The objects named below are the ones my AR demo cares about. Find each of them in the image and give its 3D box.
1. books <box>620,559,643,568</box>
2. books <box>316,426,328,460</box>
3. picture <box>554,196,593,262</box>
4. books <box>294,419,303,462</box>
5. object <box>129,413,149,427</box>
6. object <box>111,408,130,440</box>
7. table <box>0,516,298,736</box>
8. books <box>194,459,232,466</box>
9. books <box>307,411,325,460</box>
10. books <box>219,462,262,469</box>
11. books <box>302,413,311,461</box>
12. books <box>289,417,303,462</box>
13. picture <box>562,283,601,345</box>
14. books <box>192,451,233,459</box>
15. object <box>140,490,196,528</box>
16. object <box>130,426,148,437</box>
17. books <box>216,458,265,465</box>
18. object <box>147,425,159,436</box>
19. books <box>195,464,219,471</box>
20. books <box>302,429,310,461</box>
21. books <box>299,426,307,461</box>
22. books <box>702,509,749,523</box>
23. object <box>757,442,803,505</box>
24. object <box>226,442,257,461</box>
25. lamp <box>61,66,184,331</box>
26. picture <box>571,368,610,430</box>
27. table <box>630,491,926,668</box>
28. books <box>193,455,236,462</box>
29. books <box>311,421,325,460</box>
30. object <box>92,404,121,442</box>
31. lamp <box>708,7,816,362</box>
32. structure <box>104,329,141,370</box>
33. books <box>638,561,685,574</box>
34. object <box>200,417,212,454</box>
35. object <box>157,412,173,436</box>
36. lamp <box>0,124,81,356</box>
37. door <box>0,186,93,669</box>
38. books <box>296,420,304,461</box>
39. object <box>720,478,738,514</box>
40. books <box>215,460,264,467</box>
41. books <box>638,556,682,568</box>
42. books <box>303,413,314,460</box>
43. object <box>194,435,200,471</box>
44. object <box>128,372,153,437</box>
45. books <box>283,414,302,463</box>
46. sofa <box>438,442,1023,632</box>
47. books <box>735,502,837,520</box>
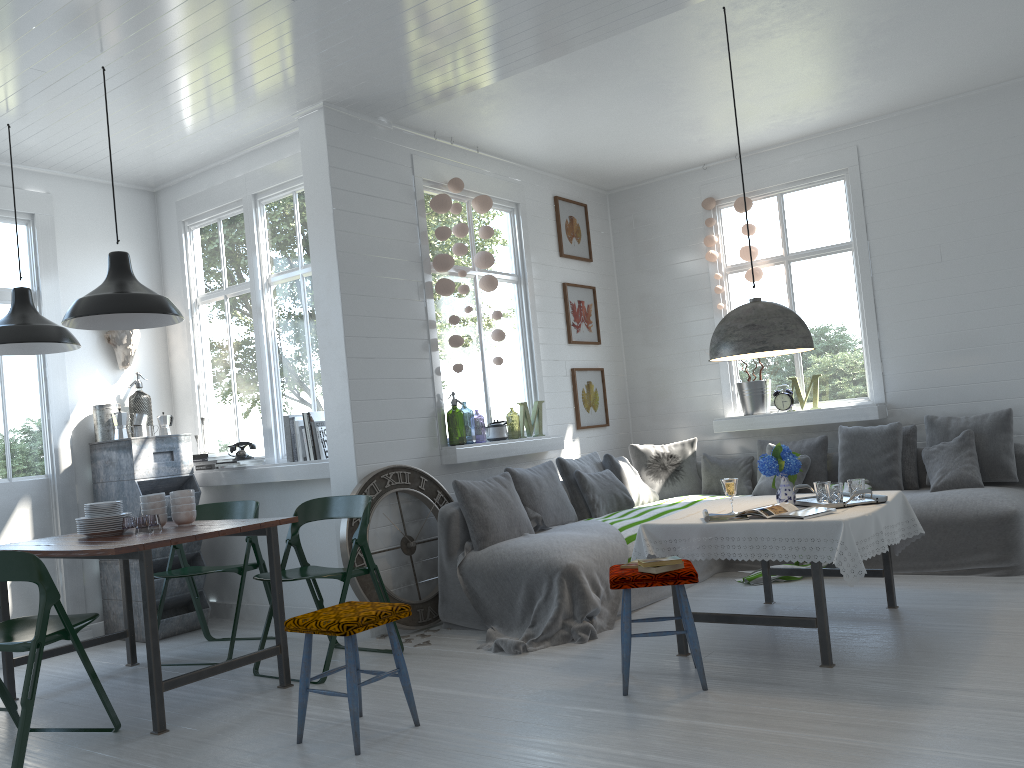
[{"bbox_3d":[0.646,0.905,4.463,0.133,0.012,0.189,-8,-4,34],"label":"books"},{"bbox_3d":[-1.327,0.425,6.385,0.058,0.240,0.148,-7,-3,36],"label":"books"},{"bbox_3d":[0.601,-1.498,8.618,0.036,0.580,0.555,-7,-3,36],"label":"picture"},{"bbox_3d":[-1.508,0.412,6.531,0.025,0.314,0.199,-7,-3,36],"label":"books"},{"bbox_3d":[-2.902,0.285,6.928,0.108,0.126,0.129,-7,-3,28],"label":"object"},{"bbox_3d":[-3.017,0.312,6.869,0.130,0.249,0.205,-7,-3,27],"label":"object"},{"bbox_3d":[-2.166,1.316,5.095,1.697,0.929,1.170,-7,-3,34],"label":"table"},{"bbox_3d":[-2.377,0.629,7.160,0.300,0.028,0.236,-8,-4,34],"label":"books"},{"bbox_3d":[-1.379,0.375,6.438,0.063,0.354,0.204,-7,-3,36],"label":"books"},{"bbox_3d":[-2.119,0.636,6.917,0.231,0.017,0.313,-3,-4,-39],"label":"books"},{"bbox_3d":[-1.425,0.381,6.466,0.049,0.354,0.194,-7,-3,36],"label":"books"},{"bbox_3d":[-1.538,0.407,6.545,0.060,0.333,0.187,-7,-3,36],"label":"books"},{"bbox_3d":[0.682,-0.673,8.590,0.036,0.580,0.555,-7,-3,36],"label":"picture"},{"bbox_3d":[-2.419,0.573,7.114,0.297,0.035,0.236,-8,-4,38],"label":"books"},{"bbox_3d":[-2.067,0.755,5.338,0.309,0.216,0.150,-5,-3,-21],"label":"object"},{"bbox_3d":[-2.908,0.375,6.911,0.129,0.096,0.108,-4,-3,-24],"label":"object"},{"bbox_3d":[-2.119,0.603,6.928,0.311,0.014,0.250,-8,-4,42],"label":"books"},{"bbox_3d":[-2.892,0.381,7.057,0.129,0.096,0.108,-5,-3,-4],"label":"object"},{"bbox_3d":[-2.361,0.662,7.160,0.320,0.040,0.236,-8,-4,38],"label":"books"},{"bbox_3d":[-1.451,0.440,6.447,0.054,0.240,0.122,-7,-3,36],"label":"books"},{"bbox_3d":[-1.475,0.432,6.468,0.057,0.262,0.137,-7,-3,36],"label":"books"},{"bbox_3d":[1.147,0.704,4.777,0.229,0.043,0.300,-6,-3,10],"label":"books"},{"bbox_3d":[1.535,0.517,5.048,0.266,0.376,0.236,-7,-3,38],"label":"object"},{"bbox_3d":[-2.128,0.527,6.974,0.204,0.146,0.171,-8,-3,40],"label":"object"},{"bbox_3d":[-2.301,-1.100,5.123,0.651,1.498,0.650,-7,-3,33],"label":"lamp"},{"bbox_3d":[0.761,0.136,8.562,0.036,0.580,0.555,-7,-3,36],"label":"picture"},{"bbox_3d":[1.573,1.058,5.105,1.329,0.724,1.670,-8,-4,37],"label":"table"},{"bbox_3d":[-2.392,0.600,7.127,0.262,0.028,0.320,-3,-4,-44],"label":"books"},{"bbox_3d":[-1.357,0.407,6.407,0.061,0.282,0.166,-7,-3,36],"label":"books"},{"bbox_3d":[-3.172,0.307,6.963,0.205,0.290,0.205,-7,-3,38],"label":"object"},{"bbox_3d":[1.333,-1.181,5.128,0.601,2.043,0.601,-6,-2,7],"label":"lamp"},{"bbox_3d":[-3.141,-0.356,7.207,0.189,0.470,0.490,-7,-3,39],"label":"structure"},{"bbox_3d":[0.718,0.878,4.265,0.182,0.030,0.129,-4,-3,-32],"label":"books"},{"bbox_3d":[-2.493,0.416,7.184,0.095,0.288,0.095,-4,-3,-35],"label":"object"},{"bbox_3d":[-2.772,0.322,7.076,0.102,0.196,0.162,-5,-2,-5],"label":"object"},{"bbox_3d":[-3.246,-0.971,5.819,0.650,1.498,0.650,-5,-2,-9],"label":"lamp"},{"bbox_3d":[-3.867,0.258,6.188,0.254,3.478,1.609,-7,-3,36],"label":"door"},{"bbox_3d":[-1.489,0.415,6.518,0.040,0.305,0.194,-7,-3,36],"label":"books"},{"bbox_3d":[1.203,0.616,4.868,0.098,0.191,0.098,-4,-3,-34],"label":"object"},{"bbox_3d":[-2.125,0.620,6.922,0.307,0.017,0.231,-8,-4,34],"label":"books"},{"bbox_3d":[0.711,0.853,4.268,0.189,0.022,0.133,-5,-3,-3],"label":"books"},{"bbox_3d":[-1.405,0.379,6.455,0.070,0.352,0.194,-7,-3,36],"label":"books"},{"bbox_3d":[-2.580,0.566,7.299,0.095,0.288,0.095,-4,-3,-35],"label":"object"},{"bbox_3d":[-3.024,0.175,7.214,0.171,0.551,0.172,-4,-2,-29],"label":"object"},{"bbox_3d":[-1.587,0.404,6.584,0.065,0.351,0.194,-7,-3,36],"label":"books"},{"bbox_3d":[1.780,1.072,6.457,3.411,0.898,3.393,-8,-4,36],"label":"sofa"},{"bbox_3d":[1.430,0.664,4.657,0.300,0.049,0.423,-3,-4,-39],"label":"books"}]
